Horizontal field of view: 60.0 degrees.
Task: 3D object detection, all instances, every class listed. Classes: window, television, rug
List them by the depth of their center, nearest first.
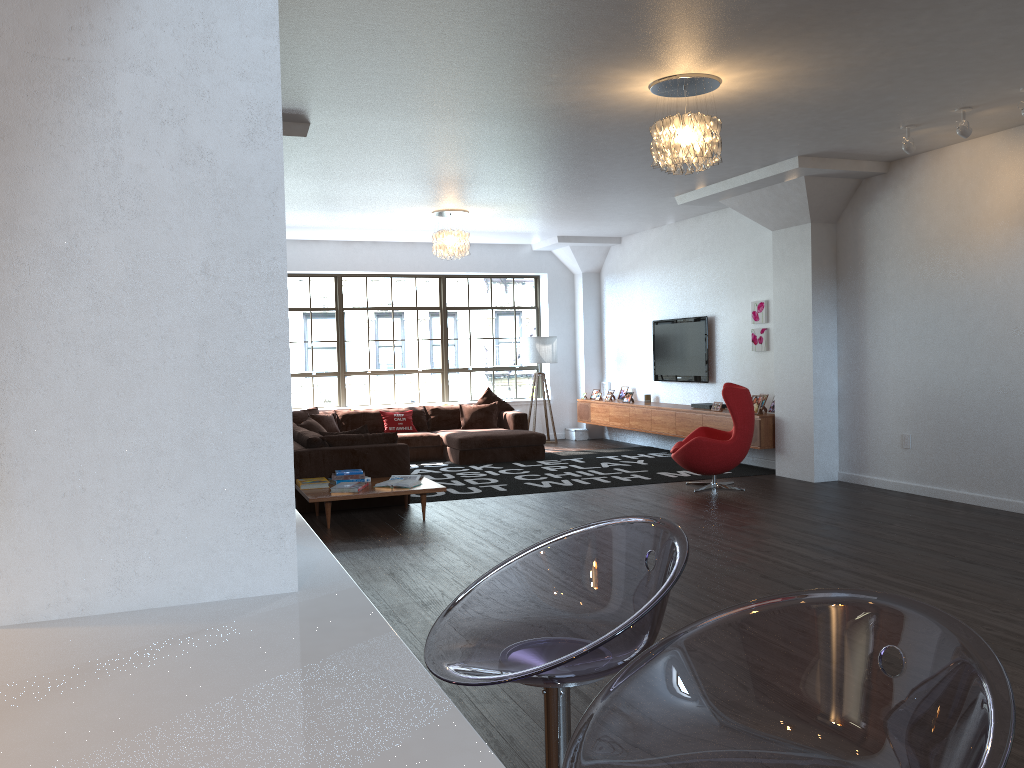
[{"bbox_3d":[0.432,0.979,10.197,4.200,0.007,3.100,-2,2,-19],"label":"rug"},{"bbox_3d":[2.149,-0.434,11.401,0.013,0.816,1.324,-2,2,-21],"label":"television"},{"bbox_3d":[-1.752,-0.641,13.132,4.648,1.905,0.114,-2,2,-21],"label":"window"}]

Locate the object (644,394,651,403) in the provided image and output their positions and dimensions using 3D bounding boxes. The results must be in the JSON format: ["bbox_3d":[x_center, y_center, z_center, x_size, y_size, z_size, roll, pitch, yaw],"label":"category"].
[{"bbox_3d":[1.854,0.198,12.122,0.089,0.110,0.089,-1,2,24],"label":"object"}]

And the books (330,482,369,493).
[{"bbox_3d":[-1.324,0.840,7.229,0.236,0.035,0.340,-1,2,4],"label":"books"}]

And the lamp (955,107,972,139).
[{"bbox_3d":[3.198,-1.847,6.278,0.111,0.211,0.120,0,2,28],"label":"lamp"}]

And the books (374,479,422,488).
[{"bbox_3d":[-0.945,0.824,7.362,0.342,0.040,0.231,-1,2,19],"label":"books"}]

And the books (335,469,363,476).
[{"bbox_3d":[-1.403,0.760,7.629,0.224,0.027,0.157,-2,2,-16],"label":"books"}]

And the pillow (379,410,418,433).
[{"bbox_3d":[-1.499,0.500,11.716,0.465,0.308,0.220,-2,2,-25],"label":"pillow"}]

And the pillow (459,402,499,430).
[{"bbox_3d":[-0.446,0.429,11.985,0.542,0.362,0.248,-1,2,0],"label":"pillow"}]

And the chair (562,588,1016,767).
[{"bbox_3d":[0.310,0.791,1.062,0.481,1.014,0.530,-2,2,-23],"label":"chair"}]

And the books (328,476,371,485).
[{"bbox_3d":[-1.401,0.827,7.630,0.312,0.037,0.216,-3,2,-31],"label":"books"}]

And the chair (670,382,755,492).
[{"bbox_3d":[1.936,0.497,8.592,0.801,1.006,0.798,-1,2,5],"label":"chair"}]

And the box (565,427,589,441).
[{"bbox_3d":[0.994,0.768,13.612,0.228,0.165,0.368,-2,2,-21],"label":"box"}]

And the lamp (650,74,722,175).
[{"bbox_3d":[1.084,-1.597,5.533,0.441,0.539,0.442,-1,2,22],"label":"lamp"}]

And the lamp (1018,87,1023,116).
[{"bbox_3d":[3.380,-1.835,5.792,0.111,0.211,0.120,0,3,43],"label":"lamp"}]

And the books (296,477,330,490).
[{"bbox_3d":[-1.676,0.836,7.462,0.241,0.045,0.334,-2,2,-19],"label":"books"}]

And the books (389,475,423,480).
[{"bbox_3d":[-0.922,0.812,7.738,0.256,0.035,0.350,-1,2,5],"label":"books"}]

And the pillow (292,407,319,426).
[{"bbox_3d":[-2.608,0.510,11.250,0.334,0.418,0.580,0,3,42],"label":"pillow"}]

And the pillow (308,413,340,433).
[{"bbox_3d":[-2.394,0.524,11.227,0.238,0.337,0.489,0,3,39],"label":"pillow"}]

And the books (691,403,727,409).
[{"bbox_3d":[2.372,0.268,10.675,0.250,0.053,0.400,-2,2,-21],"label":"books"}]

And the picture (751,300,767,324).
[{"bbox_3d":[2.760,-0.801,9.906,0.030,0.250,0.250,-2,2,-21],"label":"picture"}]

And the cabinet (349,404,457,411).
[{"bbox_3d":[-1.525,0.634,12.667,1.520,0.625,0.350,-2,2,-21],"label":"cabinet"}]

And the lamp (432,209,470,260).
[{"bbox_3d":[-0.707,-1.715,10.266,0.441,0.539,0.442,-1,2,22],"label":"lamp"}]

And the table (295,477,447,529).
[{"bbox_3d":[-1.193,0.984,7.414,1.100,0.271,0.853,-2,2,-21],"label":"table"}]

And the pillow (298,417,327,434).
[{"bbox_3d":[-2.149,0.568,9.694,0.325,0.391,0.625,-2,2,-4],"label":"pillow"}]

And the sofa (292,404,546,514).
[{"bbox_3d":[-1.024,0.687,10.183,3.481,0.664,4.197,-2,2,-21],"label":"sofa"}]

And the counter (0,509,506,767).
[{"bbox_3d":[0.809,0.887,0.240,8.182,0.860,3.039,0,3,40],"label":"counter"}]

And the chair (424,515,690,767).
[{"bbox_3d":[0.087,0.776,1.652,0.481,1.014,0.530,-2,2,-19],"label":"chair"}]

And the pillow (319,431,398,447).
[{"bbox_3d":[-1.413,0.622,8.161,0.750,0.364,0.289,-2,2,-21],"label":"pillow"}]

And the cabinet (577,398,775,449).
[{"bbox_3d":[2.000,0.448,11.436,0.459,0.350,4.501,-2,2,-21],"label":"cabinet"}]

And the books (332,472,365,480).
[{"bbox_3d":[-1.407,0.791,7.631,0.279,0.035,0.191,-2,2,-11],"label":"books"}]

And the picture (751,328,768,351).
[{"bbox_3d":[2.768,-0.494,9.916,0.030,0.250,0.250,-2,2,-21],"label":"picture"}]

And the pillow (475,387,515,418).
[{"bbox_3d":[-0.314,0.336,12.210,0.651,0.587,0.335,-3,3,-42],"label":"pillow"}]

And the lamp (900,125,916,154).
[{"bbox_3d":[3.019,-1.859,6.751,0.111,0.211,0.120,-1,2,14],"label":"lamp"}]

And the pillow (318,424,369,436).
[{"bbox_3d":[-1.544,0.576,8.395,0.559,0.411,0.269,-1,2,25],"label":"pillow"}]

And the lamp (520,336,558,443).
[{"bbox_3d":[0.415,0.088,13.207,0.545,1.579,0.545,-2,2,-10],"label":"lamp"}]
